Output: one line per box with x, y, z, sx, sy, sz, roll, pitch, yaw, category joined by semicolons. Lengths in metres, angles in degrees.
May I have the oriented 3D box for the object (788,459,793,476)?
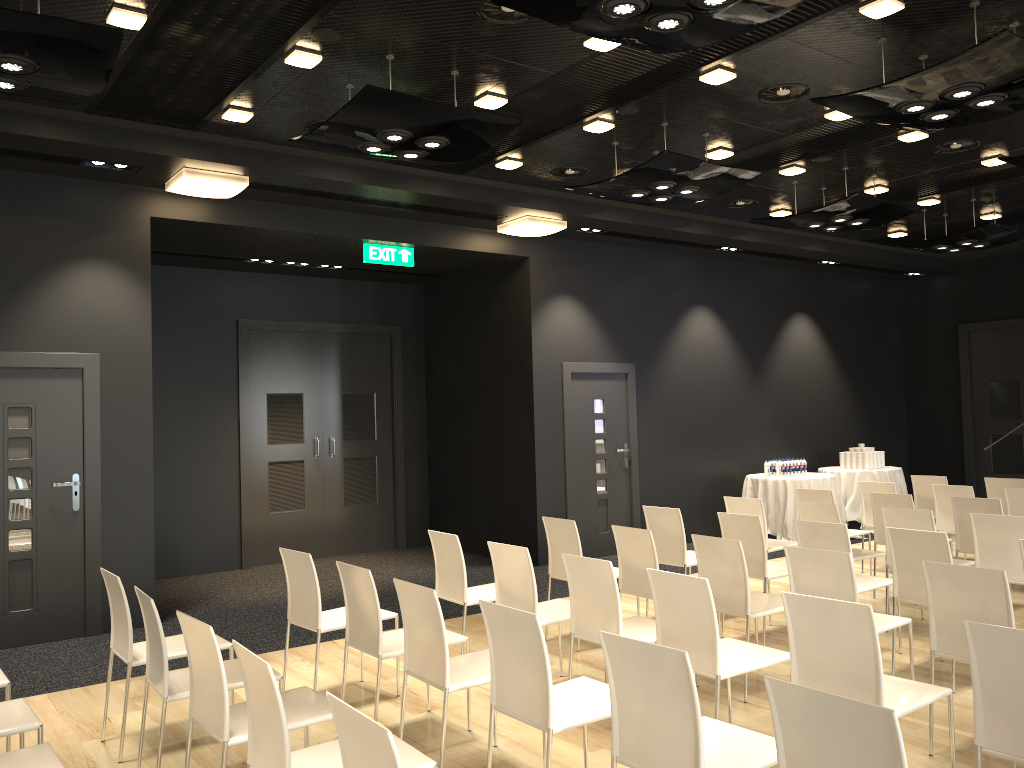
3.354;1.005;10.693;0.062;0.202;0.062;-2;-2;18;object

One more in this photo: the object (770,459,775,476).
3.155;1.012;10.746;0.062;0.202;0.062;-3;-3;32;object

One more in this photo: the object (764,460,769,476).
3.100;1.024;10.808;0.054;0.186;0.054;-3;-2;22;object

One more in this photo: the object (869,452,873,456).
4.639;0.929;11.489;0.075;0.091;0.075;0;-3;-36;object

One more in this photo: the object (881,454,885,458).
4.855;0.971;11.645;0.075;0.091;0.075;0;-3;-36;object

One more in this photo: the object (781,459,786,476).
3.248;1.005;10.611;0.062;0.202;0.062;-2;-2;5;object

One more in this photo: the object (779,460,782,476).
3.254;1.016;10.712;0.054;0.186;0.054;-3;-2;27;object

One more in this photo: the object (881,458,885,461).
4.856;1.013;11.643;0.075;0.091;0.075;0;-3;-36;object

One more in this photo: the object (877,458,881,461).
4.784;1.013;11.591;0.075;0.091;0.075;0;-3;-36;object

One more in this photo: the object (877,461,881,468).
4.786;1.054;11.589;0.075;0.091;0.075;0;-3;-36;object

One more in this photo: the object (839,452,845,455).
4.365;0.946;11.714;0.075;0.091;0.075;0;-3;-36;object

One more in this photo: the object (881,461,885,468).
4.857;1.054;11.642;0.075;0.091;0.075;0;-3;-36;object

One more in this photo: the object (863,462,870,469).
4.571;1.054;11.432;0.075;0.091;0.075;0;-3;-36;object

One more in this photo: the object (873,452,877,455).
4.711;0.929;11.541;0.075;0.091;0.075;0;-3;-36;object

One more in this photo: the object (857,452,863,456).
4.517;0.933;11.506;0.075;0.091;0.075;0;-3;-36;object

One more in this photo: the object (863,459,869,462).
4.570;1.014;11.434;0.075;0.091;0.075;0;-3;-36;object

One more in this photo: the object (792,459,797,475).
3.409;1.005;10.734;0.062;0.202;0.062;-2;-2;20;object

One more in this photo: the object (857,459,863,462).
4.520;1.018;11.503;0.075;0.091;0.075;0;-3;-36;object

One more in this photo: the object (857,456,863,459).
4.518;0.975;11.504;0.075;0.091;0.075;0;-3;-36;object

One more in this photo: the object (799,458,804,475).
3.527;1.004;10.817;0.062;0.202;0.062;-1;-2;-5;object

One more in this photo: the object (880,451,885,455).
4.853;0.929;11.646;0.075;0.091;0.075;0;-3;-36;object

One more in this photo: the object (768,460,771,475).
3.153;1.024;10.846;0.054;0.186;0.054;-3;-2;25;object

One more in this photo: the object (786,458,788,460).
3.380;1.012;10.904;0.062;0.202;0.062;-2;-2;16;object

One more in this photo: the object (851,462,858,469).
4.470;1.062;11.571;0.075;0.091;0.075;0;-3;-36;object

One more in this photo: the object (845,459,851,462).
4.418;1.026;11.641;0.075;0.091;0.075;0;-3;-36;object

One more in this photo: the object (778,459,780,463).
3.261;1.012;10.822;0.062;0.202;0.062;-1;-2;-7;object

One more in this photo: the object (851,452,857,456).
4.466;0.937;11.575;0.075;0.091;0.075;0;-3;-36;object

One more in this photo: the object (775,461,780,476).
3.198;1.016;10.670;0.054;0.186;0.054;-1;-2;-5;object

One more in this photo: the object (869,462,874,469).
4.643;1.054;11.484;0.075;0.091;0.075;0;-3;-36;object

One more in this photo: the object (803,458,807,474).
3.576;1.004;10.854;0.062;0.202;0.062;-4;-3;43;object

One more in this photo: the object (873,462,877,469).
4.714;1.054;11.537;0.075;0.091;0.075;0;-3;-36;object

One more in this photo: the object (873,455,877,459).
4.712;0.971;11.540;0.075;0.091;0.075;0;-3;-36;object

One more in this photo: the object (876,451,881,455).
4.782;0.929;11.594;0.075;0.091;0.075;0;-3;-36;object

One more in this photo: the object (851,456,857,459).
4.467;0.980;11.574;0.075;0.091;0.075;0;-3;-36;object

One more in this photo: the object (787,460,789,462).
3.360;1.016;10.794;0.054;0.186;0.054;-2;-2;13;object

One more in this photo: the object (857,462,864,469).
4.521;1.058;11.501;0.075;0.091;0.075;0;-3;-36;object

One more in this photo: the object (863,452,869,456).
4.568;0.929;11.437;0.075;0.091;0.075;0;-3;-36;object

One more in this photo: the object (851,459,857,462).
4.469;1.022;11.572;0.075;0.091;0.075;0;-3;-36;object

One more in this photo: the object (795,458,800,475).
3.463;1.005;10.775;0.062;0.202;0.062;-3;-3;30;object

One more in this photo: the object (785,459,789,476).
3.298;1.005;10.653;0.062;0.202;0.062;-1;-2;-26;object

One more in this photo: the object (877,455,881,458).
4.783;0.971;11.592;0.075;0.091;0.075;0;-3;-36;object

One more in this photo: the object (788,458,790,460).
3.429;1.012;10.949;0.062;0.202;0.062;-2;-2;15;object

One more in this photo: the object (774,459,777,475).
3.203;1.012;10.782;0.062;0.202;0.062;-3;-3;33;object

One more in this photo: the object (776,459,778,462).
3.268;1.023;10.919;0.054;0.186;0.054;-4;-3;45;object

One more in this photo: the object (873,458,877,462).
4.713;1.013;11.538;0.075;0.091;0.075;0;-3;-36;object

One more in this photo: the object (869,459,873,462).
4.642;1.013;11.486;0.075;0.091;0.075;0;-3;-36;object

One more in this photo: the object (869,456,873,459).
4.640;0.971;11.487;0.075;0.091;0.075;0;-3;-36;object

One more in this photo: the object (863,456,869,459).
4.569;0.971;11.435;0.075;0.091;0.075;0;-3;-36;object

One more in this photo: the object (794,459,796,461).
3.476;1.015;10.873;0.054;0.186;0.054;0;-3;-31;object
